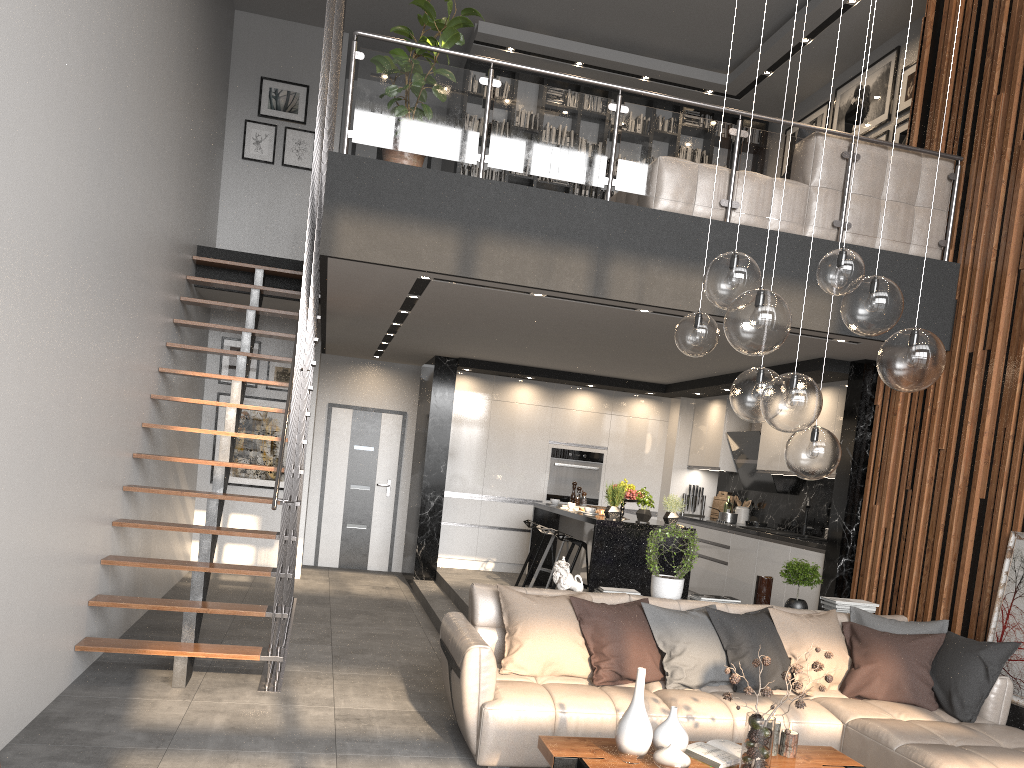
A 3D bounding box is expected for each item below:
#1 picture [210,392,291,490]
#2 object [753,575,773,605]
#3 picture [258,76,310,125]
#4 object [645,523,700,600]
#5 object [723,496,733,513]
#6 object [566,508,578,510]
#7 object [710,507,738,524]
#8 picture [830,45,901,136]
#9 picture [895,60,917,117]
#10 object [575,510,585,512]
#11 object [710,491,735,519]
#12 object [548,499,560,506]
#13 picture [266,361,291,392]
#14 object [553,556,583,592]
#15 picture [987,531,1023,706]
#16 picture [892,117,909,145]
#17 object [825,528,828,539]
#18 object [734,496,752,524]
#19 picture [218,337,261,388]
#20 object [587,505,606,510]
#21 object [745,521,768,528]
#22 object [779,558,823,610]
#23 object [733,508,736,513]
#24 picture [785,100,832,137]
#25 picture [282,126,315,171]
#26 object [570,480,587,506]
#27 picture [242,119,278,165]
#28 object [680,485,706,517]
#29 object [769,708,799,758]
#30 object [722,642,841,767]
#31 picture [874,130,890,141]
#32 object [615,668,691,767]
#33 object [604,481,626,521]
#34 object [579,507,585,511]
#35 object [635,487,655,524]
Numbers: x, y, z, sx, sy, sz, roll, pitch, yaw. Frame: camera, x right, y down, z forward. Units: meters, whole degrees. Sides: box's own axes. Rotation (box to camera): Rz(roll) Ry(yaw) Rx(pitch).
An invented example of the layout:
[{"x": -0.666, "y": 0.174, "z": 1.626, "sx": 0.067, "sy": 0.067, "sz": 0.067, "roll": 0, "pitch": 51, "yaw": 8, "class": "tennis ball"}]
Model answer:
[{"x": -2.815, "y": 0.640, "z": 9.604, "sx": 0.874, "sy": 1.001, "sz": 0.024, "roll": 6, "pitch": 4, "yaw": -12, "class": "picture"}, {"x": 1.702, "y": 1.436, "z": 5.941, "sx": 0.109, "sy": 0.270, "sz": 0.108, "roll": 6, "pitch": 3, "yaw": -6, "class": "object"}, {"x": -2.437, "y": -3.022, "z": 9.344, "sx": 0.506, "sy": 0.414, "sz": 0.024, "roll": 6, "pitch": 4, "yaw": -12, "class": "picture"}, {"x": 1.038, "y": 1.197, "z": 5.777, "sx": 0.387, "sy": 0.580, "sz": 0.213, "roll": 5, "pitch": 3, "yaw": -31, "class": "object"}, {"x": 2.489, "y": 1.432, "z": 10.050, "sx": 0.090, "sy": 0.285, "sz": 0.081, "roll": 5, "pitch": 3, "yaw": -12, "class": "object"}, {"x": 0.576, "y": 1.205, "z": 8.433, "sx": 0.129, "sy": 0.027, "sz": 0.028, "roll": 2, "pitch": -3, "yaw": 37, "class": "object"}, {"x": 2.308, "y": 1.430, "z": 9.522, "sx": 0.201, "sy": 0.154, "sz": 0.346, "roll": 7, "pitch": -4, "yaw": -21, "class": "object"}, {"x": 3.319, "y": -2.657, "z": 8.308, "sx": 0.025, "sy": 0.658, "sz": 0.987, "roll": 5, "pitch": -2, "yaw": -12, "class": "picture"}, {"x": 3.484, "y": -2.590, "z": 7.507, "sx": 0.025, "sy": 0.412, "sz": 0.502, "roll": 5, "pitch": -1, "yaw": -12, "class": "picture"}, {"x": 0.686, "y": 1.222, "z": 8.401, "sx": 0.190, "sy": 0.012, "sz": 0.193, "roll": 4, "pitch": -6, "yaw": 20, "class": "object"}, {"x": 2.482, "y": 1.436, "z": 10.347, "sx": 0.098, "sy": 0.332, "sz": 0.398, "roll": 5, "pitch": -1, "yaw": -12, "class": "object"}, {"x": 0.445, "y": 1.234, "z": 9.101, "sx": 0.156, "sy": 0.071, "sz": 0.154, "roll": 10, "pitch": -5, "yaw": -43, "class": "object"}, {"x": -2.477, "y": -0.086, "z": 9.611, "sx": 0.411, "sy": 0.337, "sz": 0.024, "roll": 6, "pitch": 4, "yaw": -12, "class": "picture"}, {"x": 0.364, "y": 1.257, "z": 5.632, "sx": 0.207, "sy": 0.292, "sz": 0.135, "roll": 6, "pitch": 2, "yaw": 7, "class": "object"}, {"x": 3.066, "y": 1.375, "z": 5.061, "sx": 0.102, "sy": 1.005, "sz": 0.723, "roll": 5, "pitch": 1, "yaw": -12, "class": "picture"}, {"x": 3.432, "y": -1.992, "z": 7.480, "sx": 0.025, "sy": 0.646, "sz": 0.641, "roll": 5, "pitch": 0, "yaw": -12, "class": "picture"}, {"x": 2.898, "y": 1.303, "z": 7.659, "sx": 0.301, "sy": 0.196, "sz": 0.304, "roll": 6, "pitch": -3, "yaw": -9, "class": "object"}, {"x": 2.565, "y": 1.401, "z": 9.729, "sx": 0.175, "sy": 0.307, "sz": 0.156, "roll": 6, "pitch": 2, "yaw": -9, "class": "object"}, {"x": -2.953, "y": -0.233, "z": 9.496, "sx": 0.411, "sy": 0.509, "sz": 0.024, "roll": 6, "pitch": 4, "yaw": -12, "class": "picture"}, {"x": 0.985, "y": 1.337, "z": 9.387, "sx": 0.291, "sy": 0.030, "sz": 0.399, "roll": 7, "pitch": -5, "yaw": -12, "class": "object"}, {"x": 2.521, "y": 1.462, "z": 9.175, "sx": 0.354, "sy": 0.061, "sz": 0.230, "roll": 9, "pitch": -6, "yaw": -34, "class": "object"}, {"x": 1.962, "y": 1.397, "z": 5.998, "sx": 0.306, "sy": 0.411, "sz": 0.273, "roll": 7, "pitch": 1, "yaw": 38, "class": "object"}, {"x": 2.491, "y": 1.486, "z": 9.974, "sx": 0.181, "sy": 0.164, "sz": 0.271, "roll": 6, "pitch": -3, "yaw": -12, "class": "object"}, {"x": 3.081, "y": -2.351, "z": 9.315, "sx": 0.025, "sy": 0.999, "sz": 0.866, "roll": 5, "pitch": 0, "yaw": -12, "class": "picture"}, {"x": -2.289, "y": -2.530, "z": 9.420, "sx": 0.334, "sy": 0.414, "sz": 0.024, "roll": 6, "pitch": 4, "yaw": -12, "class": "picture"}, {"x": 0.731, "y": 1.178, "z": 9.331, "sx": 0.151, "sy": 0.285, "sz": 0.198, "roll": 5, "pitch": 1, "yaw": -29, "class": "object"}, {"x": -2.689, "y": -2.578, "z": 9.331, "sx": 0.334, "sy": 0.414, "sz": 0.024, "roll": 6, "pitch": 4, "yaw": -12, "class": "picture"}, {"x": 2.188, "y": 1.401, "z": 10.520, "sx": 0.323, "sy": 0.376, "sz": 0.066, "roll": 6, "pitch": 4, "yaw": -12, "class": "object"}, {"x": 1.225, "y": 1.582, "z": 3.972, "sx": 0.153, "sy": 0.212, "sz": 0.076, "roll": 6, "pitch": 3, "yaw": -2, "class": "object"}, {"x": 1.133, "y": 1.345, "z": 3.626, "sx": 0.546, "sy": 0.607, "sz": 0.313, "roll": 6, "pitch": 1, "yaw": -41, "class": "object"}, {"x": 3.322, "y": -2.050, "z": 8.046, "sx": 0.022, "sy": 0.444, "sz": 0.355, "roll": 5, "pitch": 1, "yaw": -12, "class": "picture"}, {"x": 0.600, "y": 1.392, "z": 3.668, "sx": 0.315, "sy": 0.400, "sz": 0.319, "roll": 6, "pitch": 0, "yaw": 7, "class": "object"}, {"x": 0.893, "y": 0.989, "z": 7.546, "sx": 0.194, "sy": 0.371, "sz": 0.187, "roll": 7, "pitch": 3, "yaw": 33, "class": "object"}, {"x": 0.696, "y": 1.208, "z": 8.399, "sx": 0.075, "sy": 0.043, "sz": 0.127, "roll": 7, "pitch": -4, "yaw": -19, "class": "object"}, {"x": 1.148, "y": 1.049, "z": 7.585, "sx": 0.179, "sy": 0.315, "sz": 0.171, "roll": 6, "pitch": 2, "yaw": -1, "class": "object"}]
